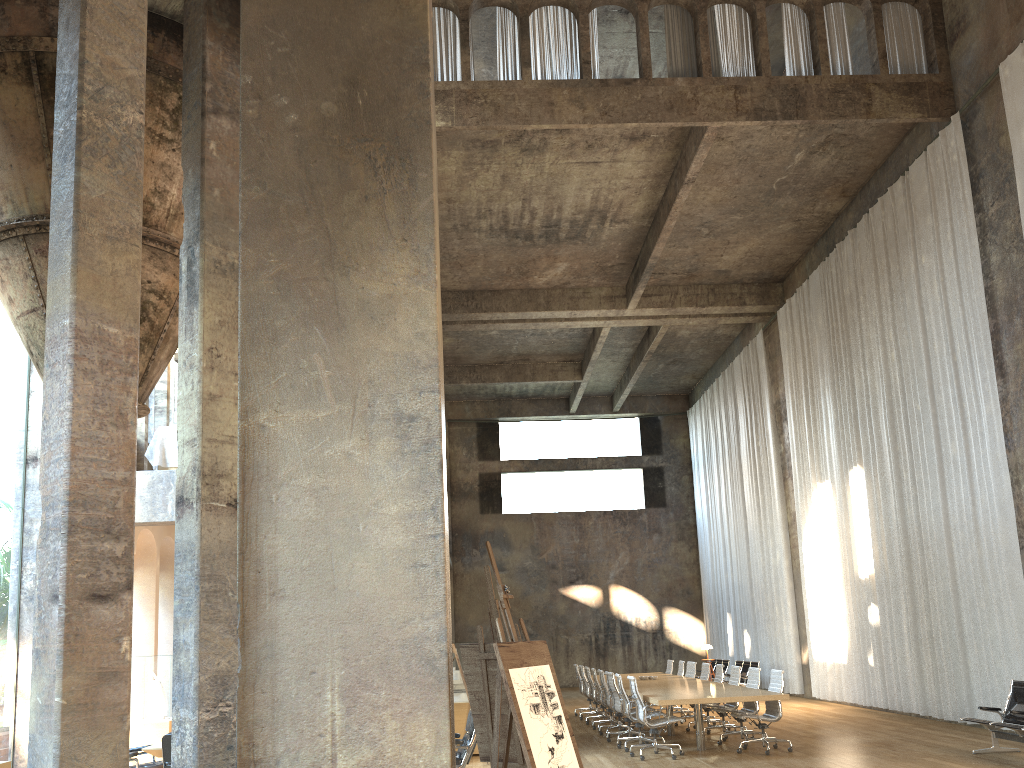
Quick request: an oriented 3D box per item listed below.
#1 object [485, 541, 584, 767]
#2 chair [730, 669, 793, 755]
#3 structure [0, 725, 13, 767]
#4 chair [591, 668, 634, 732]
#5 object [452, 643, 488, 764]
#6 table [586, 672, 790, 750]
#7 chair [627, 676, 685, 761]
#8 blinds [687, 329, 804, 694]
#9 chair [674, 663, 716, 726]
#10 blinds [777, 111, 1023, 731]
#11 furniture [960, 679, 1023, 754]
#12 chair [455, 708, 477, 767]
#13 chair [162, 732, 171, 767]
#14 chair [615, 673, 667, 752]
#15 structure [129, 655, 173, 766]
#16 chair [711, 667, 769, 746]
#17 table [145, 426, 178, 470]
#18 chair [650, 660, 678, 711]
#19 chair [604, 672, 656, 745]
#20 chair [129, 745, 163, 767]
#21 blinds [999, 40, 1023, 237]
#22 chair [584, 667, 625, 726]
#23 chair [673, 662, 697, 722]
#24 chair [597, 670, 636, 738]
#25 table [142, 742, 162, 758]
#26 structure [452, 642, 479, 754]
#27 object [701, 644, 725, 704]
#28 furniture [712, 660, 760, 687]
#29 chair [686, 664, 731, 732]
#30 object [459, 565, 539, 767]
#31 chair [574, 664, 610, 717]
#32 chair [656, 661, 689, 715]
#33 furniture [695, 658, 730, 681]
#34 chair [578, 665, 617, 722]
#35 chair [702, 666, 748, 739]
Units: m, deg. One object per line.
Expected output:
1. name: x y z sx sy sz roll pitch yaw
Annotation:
1. object: 0.126 1.902 4.797 0.688 2.096 0.713 -7 -11 23
2. chair: 0.363 4.327 11.269 12.946 1.007 32.359 -2 -16 -3
3. structure: -4.560 3.286 6.988 0.735 0.990 0.762 -2 -12 -3
4. chair: 1.673 5.287 14.775 0.699 1.001 0.681 -4 -11 6
5. object: -0.697 3.938 11.653 0.684 2.096 0.718 -2 -10 -4
6. table: 2.429 5.257 14.331 1.600 0.740 7.923 -2 -16 -3
7. chair: 1.838 4.262 11.286 0.699 1.001 0.682 -3 -11 3
8. blinds: 6.056 3.915 24.168 0.275 8.435 8.034 -2 -13 -4
9. chair: 3.066 5.273 14.931 0.699 1.001 0.682 -3 -11 3
10. blinds: 6.373 1.403 15.605 0.275 8.435 8.033 -2 -12 -2
11. furniture: 5.680 3.672 9.514 0.708 0.820 1.922 -2 -15 -3
12. chair: -0.683 3.695 8.745 0.820 0.871 0.749 -1 -12 -6
13. chair: -2.719 3.541 7.918 0.729 0.871 0.843 -2 -13 -2
14. chair: 1.771 4.513 12.138 0.699 1.001 0.681 -4 -11 6
15. structure: -4.623 4.312 11.418 0.594 1.511 0.761 -2 -11 -3
16. chair: 3.167 4.491 12.268 0.699 1.001 0.682 -3 -11 1
17. table: -4.431 1.068 13.045 1.749 0.783 1.145 -2 -14 -2
18. chair: 2.928 6.043 17.550 0.699 1.001 0.682 -3 -11 3
19. chair: 1.731 4.762 12.984 0.699 1.001 0.682 -2 -11 -3
20. chair: -3.723 3.792 8.630 0.820 0.871 0.749 -1 -12 -8
21. blinds: 6.690 -1.102 7.068 0.275 8.435 8.033 -2 -12 -2
22. chair: 1.638 5.547 15.662 0.699 1.001 0.682 -3 -11 3
23. chair: 3.020 5.544 15.852 0.699 1.001 0.682 -2 -11 -3
24. chair: 1.703 5.032 13.905 0.699 1.001 0.682 -3 -11 3
25. table: -2.231 3.837 8.676 2.409 0.683 1.134 -2 -14 -2
26. structure: -0.739 4.459 12.491 0.594 1.511 0.761 -2 -11 -3
27. object: 4.134 6.239 18.838 0.576 1.266 0.668 -9 -12 30
28. furniture: 5.213 6.926 20.596 0.708 0.820 1.922 -2 -15 -3
29. chair: 3.096 5.018 14.062 0.699 1.001 0.681 -4 -11 6
30. object: -0.049 2.453 6.658 0.707 2.096 0.695 -8 -11 29
31. chair: 1.569 6.088 17.505 0.699 1.001 0.682 -3 -11 3
32. chair: 2.989 5.792 16.698 0.699 1.001 0.681 -4 -11 6
33. furniture: 5.126 7.618 22.955 0.708 0.820 1.922 -2 -15 -3
34. chair: 1.602 5.813 16.569 0.699 1.001 0.682 -3 -11 1
35. chair: 3.131 4.757 13.174 0.699 1.001 0.682 -3 -11 3
